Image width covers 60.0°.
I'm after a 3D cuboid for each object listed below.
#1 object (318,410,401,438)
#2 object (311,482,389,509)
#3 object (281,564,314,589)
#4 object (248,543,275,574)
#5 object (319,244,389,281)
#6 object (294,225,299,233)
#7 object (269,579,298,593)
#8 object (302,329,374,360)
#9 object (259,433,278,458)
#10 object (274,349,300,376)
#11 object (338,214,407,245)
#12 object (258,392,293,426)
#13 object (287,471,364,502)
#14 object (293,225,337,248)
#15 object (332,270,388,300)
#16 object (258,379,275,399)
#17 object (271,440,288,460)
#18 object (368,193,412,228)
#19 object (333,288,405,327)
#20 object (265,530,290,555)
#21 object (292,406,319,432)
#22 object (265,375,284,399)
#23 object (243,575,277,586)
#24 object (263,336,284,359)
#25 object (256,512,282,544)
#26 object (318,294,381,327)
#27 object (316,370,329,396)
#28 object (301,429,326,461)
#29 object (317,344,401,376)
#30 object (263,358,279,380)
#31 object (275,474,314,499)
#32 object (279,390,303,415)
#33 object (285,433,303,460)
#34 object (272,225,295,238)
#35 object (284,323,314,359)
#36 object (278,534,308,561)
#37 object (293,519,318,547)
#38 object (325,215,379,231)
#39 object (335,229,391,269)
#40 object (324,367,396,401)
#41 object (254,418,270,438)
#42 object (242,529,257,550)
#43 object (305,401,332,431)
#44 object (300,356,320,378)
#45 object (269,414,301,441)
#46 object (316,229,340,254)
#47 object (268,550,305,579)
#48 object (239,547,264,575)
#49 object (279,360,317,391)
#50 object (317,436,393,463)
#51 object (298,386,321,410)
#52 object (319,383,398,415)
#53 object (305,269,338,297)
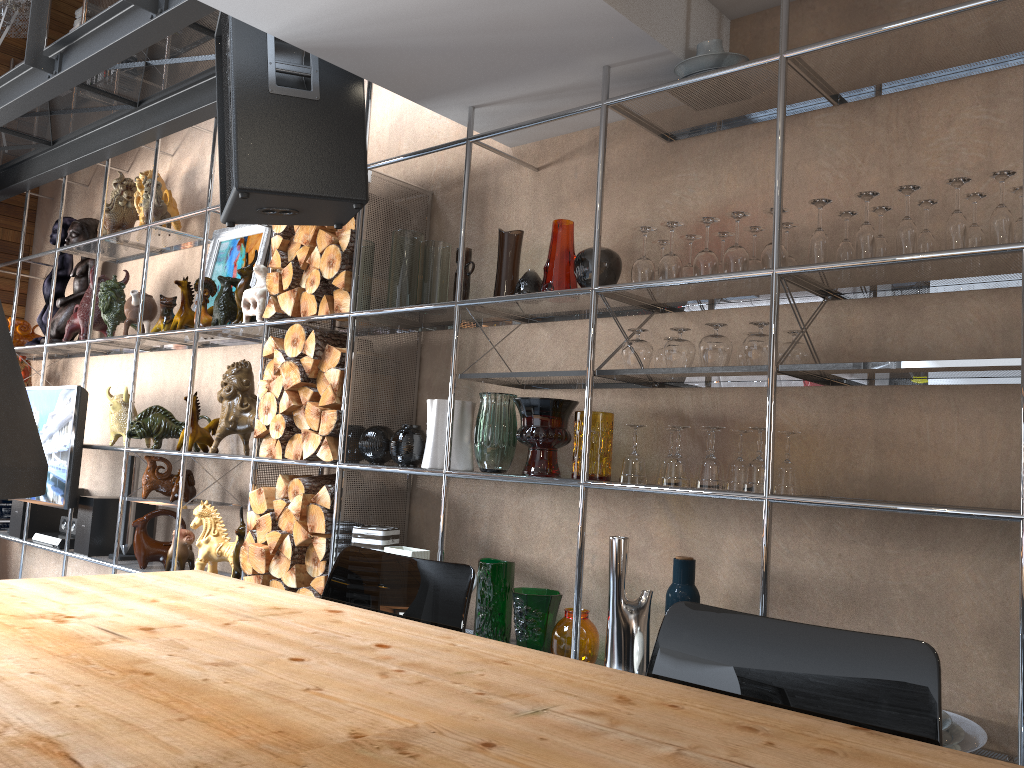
[{"bbox_3d":[-0.587,0.163,3.454,0.110,0.109,0.321,-1,-7,42],"label":"object"},{"bbox_3d":[-0.627,0.429,3.449,0.121,0.107,0.308,0,-7,37],"label":"object"},{"bbox_3d":[-0.745,0.749,3.497,0.103,0.098,0.330,-1,-7,38],"label":"object"},{"bbox_3d":[-0.895,0.700,3.634,0.115,0.131,0.374,0,-7,37],"label":"object"},{"bbox_3d":[-0.609,-0.456,3.531,0.143,0.143,0.285,-1,-7,41],"label":"object"},{"bbox_3d":[-0.764,-0.621,3.708,0.098,0.090,0.303,-1,-7,42],"label":"object"},{"bbox_3d":[-0.809,0.825,3.529,0.135,0.114,0.299,-1,-7,39],"label":"object"},{"bbox_3d":[-0.699,-0.139,3.556,0.107,0.121,0.289,-1,-7,42],"label":"object"},{"bbox_3d":[-0.908,0.269,3.740,0.126,0.112,0.287,-1,-7,41],"label":"object"},{"bbox_3d":[-0.817,-0.072,3.697,0.098,0.115,0.362,-1,-7,40],"label":"object"},{"bbox_3d":[-0.547,-0.613,3.549,0.135,0.114,0.299,-1,-7,43],"label":"object"},{"bbox_3d":[-0.898,0.117,3.698,0.143,0.143,0.285,-1,-7,41],"label":"object"},{"bbox_3d":[-0.750,0.419,3.586,0.140,0.150,0.312,0,-7,37],"label":"object"},{"bbox_3d":[-0.716,-0.587,3.646,0.164,0.128,0.321,-1,-7,42],"label":"object"},{"bbox_3d":[-0.558,-0.376,3.498,0.095,0.088,0.303,-1,-7,43],"label":"object"},{"bbox_3d":[-0.919,0.057,3.753,0.111,0.121,0.309,-1,-7,40],"label":"object"},{"bbox_3d":[-0.845,0.278,3.677,0.087,0.095,0.303,-1,-7,41],"label":"object"},{"bbox_3d":[-0.553,-0.704,3.548,0.121,0.107,0.308,-2,-7,45],"label":"object"},{"bbox_3d":[-0.562,-0.305,3.524,0.126,0.112,0.287,-1,-7,41],"label":"object"},{"bbox_3d":[-0.833,0.634,3.571,0.107,0.098,0.330,0,-7,37],"label":"object"},{"bbox_3d":[-0.739,0.150,3.610,0.147,0.118,0.288,0,-7,37],"label":"object"},{"bbox_3d":[-0.852,0.027,3.698,0.128,0.107,0.329,-1,-7,41],"label":"object"},{"bbox_3d":[-0.900,0.822,3.617,0.154,0.131,0.362,-1,-7,41],"label":"object"},{"bbox_3d":[-0.894,-0.131,3.761,0.121,0.107,0.308,0,-7,37],"label":"object"},{"bbox_3d":[-0.900,0.581,3.640,0.112,0.153,0.290,-1,-7,38],"label":"object"},{"bbox_3d":[-0.633,-0.294,3.577,0.087,0.095,0.303,-1,-7,41],"label":"object"},{"bbox_3d":[-0.639,0.016,3.541,0.112,0.153,0.290,-1,-7,38],"label":"object"},{"bbox_3d":[-0.656,0.258,3.535,0.154,0.131,0.362,-1,-7,41],"label":"object"},{"bbox_3d":[-0.604,-0.080,3.520,0.151,0.119,0.299,-1,-7,43],"label":"object"},{"bbox_3d":[-0.892,-0.040,3.765,0.135,0.114,0.299,-1,-7,39],"label":"object"},{"bbox_3d":[-0.822,0.434,3.654,0.107,0.121,0.289,-1,-7,42],"label":"object"},{"bbox_3d":[-0.785,0.085,3.640,0.101,0.110,0.331,-1,-7,43],"label":"object"},{"bbox_3d":[-0.761,0.263,3.606,0.135,0.114,0.299,-1,-7,39],"label":"object"},{"bbox_3d":[-0.849,-0.668,3.773,0.140,0.150,0.312,-2,-7,45],"label":"object"},{"bbox_3d":[-0.768,-0.151,3.626,0.140,0.150,0.312,0,-7,37],"label":"object"},{"bbox_3d":[-0.763,0.648,3.529,0.101,0.110,0.331,-1,-7,43],"label":"object"},{"bbox_3d":[-0.688,0.590,3.482,0.128,0.107,0.329,-1,-7,41],"label":"object"},{"bbox_3d":[-0.625,-0.643,3.615,0.098,0.115,0.362,-1,-7,42],"label":"object"},{"bbox_3d":[-0.553,-0.517,3.518,0.111,0.121,0.309,-1,-7,42],"label":"object"},{"bbox_3d":[-0.593,0.003,3.476,0.097,0.120,0.307,0,-7,36],"label":"object"},{"bbox_3d":[-0.935,0.199,3.742,0.095,0.088,0.303,-1,-7,39],"label":"object"},{"bbox_3d":[-0.955,0.640,3.697,0.107,0.110,0.331,-1,-7,39],"label":"object"},{"bbox_3d":[-0.670,0.131,3.531,0.095,0.135,0.329,0,-7,37],"label":"object"},{"bbox_3d":[-0.704,-0.054,3.573,0.098,0.090,0.303,-1,-7,40],"label":"object"},{"bbox_3d":[-0.840,0.189,3.638,0.103,0.110,0.312,0,-7,37],"label":"object"},{"bbox_3d":[-0.618,-0.545,3.578,0.128,0.107,0.329,-1,-7,41],"label":"object"},{"bbox_3d":[-0.817,0.711,3.547,0.147,0.118,0.288,0,-7,37],"label":"object"},{"bbox_3d":[-0.971,0.733,3.700,0.110,0.109,0.321,-1,-7,42],"label":"object"},{"bbox_3d":[-0.771,-0.018,3.610,0.164,0.128,0.321,-1,-7,40],"label":"object"},{"bbox_3d":[-0.598,0.258,3.452,0.107,0.105,0.330,-1,-7,38],"label":"object"},{"bbox_3d":[-0.713,0.072,3.600,0.107,0.098,0.330,0,-7,37],"label":"object"},{"bbox_3d":[-0.591,0.070,3.474,0.107,0.110,0.331,-1,-7,39],"label":"object"},{"bbox_3d":[-0.675,-0.382,3.579,0.103,0.110,0.312,-2,-7,45],"label":"object"}]
